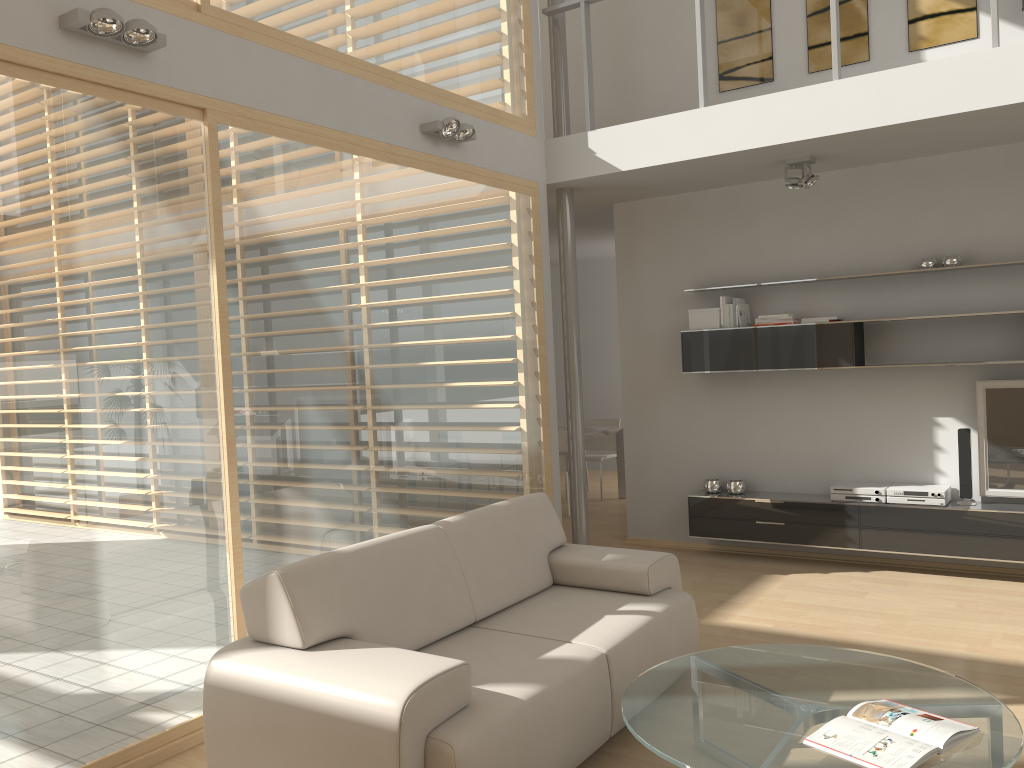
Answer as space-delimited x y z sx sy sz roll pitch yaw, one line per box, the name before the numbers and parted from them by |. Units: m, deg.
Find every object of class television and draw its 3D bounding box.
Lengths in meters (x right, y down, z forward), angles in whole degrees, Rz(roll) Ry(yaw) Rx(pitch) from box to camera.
television | 3.474 0.328 5.296 1.224 0.735 0.096 -2 2 34

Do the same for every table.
table | 0.965 1.218 2.863 1.198 0.370 1.198 -4 2 -39
table | 0.015 0.864 9.443 2.199 0.746 0.900 -2 2 34

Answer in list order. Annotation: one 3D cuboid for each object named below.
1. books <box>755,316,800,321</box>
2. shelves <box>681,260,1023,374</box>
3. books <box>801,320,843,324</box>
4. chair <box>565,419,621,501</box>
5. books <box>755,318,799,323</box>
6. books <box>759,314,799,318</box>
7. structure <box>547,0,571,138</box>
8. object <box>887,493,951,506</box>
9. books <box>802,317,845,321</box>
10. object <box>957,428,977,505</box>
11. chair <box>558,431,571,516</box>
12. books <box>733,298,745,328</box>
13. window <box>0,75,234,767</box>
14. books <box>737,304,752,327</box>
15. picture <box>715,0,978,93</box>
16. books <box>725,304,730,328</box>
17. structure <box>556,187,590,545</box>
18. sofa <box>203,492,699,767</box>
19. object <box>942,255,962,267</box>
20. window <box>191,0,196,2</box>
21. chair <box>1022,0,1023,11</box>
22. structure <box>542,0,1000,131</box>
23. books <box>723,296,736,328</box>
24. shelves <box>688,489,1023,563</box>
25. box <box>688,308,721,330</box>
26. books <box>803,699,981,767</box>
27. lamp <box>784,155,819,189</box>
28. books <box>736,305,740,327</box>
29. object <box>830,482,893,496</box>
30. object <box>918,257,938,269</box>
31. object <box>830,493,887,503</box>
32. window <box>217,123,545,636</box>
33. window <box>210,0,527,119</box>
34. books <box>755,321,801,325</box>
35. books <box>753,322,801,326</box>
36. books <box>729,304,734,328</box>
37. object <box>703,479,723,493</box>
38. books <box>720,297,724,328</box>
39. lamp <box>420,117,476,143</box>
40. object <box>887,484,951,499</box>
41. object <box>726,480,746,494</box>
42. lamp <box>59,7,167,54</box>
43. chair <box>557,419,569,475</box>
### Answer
books | 1.852 -0.455 6.176 0.254 0.015 0.190 -2 2 35
shelves | 3.077 -0.286 5.397 4.236 0.914 0.300 -2 2 34
books | 2.107 -0.424 6.030 0.190 0.015 0.254 -1 2 40
chair | 0.867 0.793 9.451 0.455 0.807 0.501 -2 2 34
books | 1.848 -0.440 6.184 0.254 0.015 0.190 -2 2 30
books | 1.861 -0.472 6.185 0.227 0.017 0.230 -2 2 29
structure | 0.300 -2.878 6.232 0.121 2.400 0.122 -2 2 22
object | 2.643 0.744 5.760 0.349 0.049 0.250 -2 2 34
books | 2.115 -0.440 6.019 0.230 0.017 0.227 -2 2 34
object | 2.876 0.520 5.625 0.111 0.483 0.116 -2 2 30
chair | 0.377 0.843 8.618 0.455 0.807 0.501 -2 2 14
books | 1.629 -0.508 6.348 0.021 0.210 0.207 -2 2 34
window | -1.960 0.195 2.775 0.020 2.500 2.525 -2 2 34
books | 1.663 -0.489 6.344 0.023 0.169 0.230 -2 2 34
picture | 2.175 -3.049 5.994 1.684 1.800 0.010 -2 2 34
books | 1.589 -0.487 6.381 0.027 0.169 0.230 -2 2 34
structure | 0.438 -0.033 6.322 0.121 2.700 0.122 -2 2 22
sofa | -0.104 1.004 3.658 1.168 0.846 2.093 -2 2 34
object | 2.782 -0.776 5.606 0.115 0.081 0.115 -2 2 14
window | -2.098 -2.650 2.685 0.020 2.200 2.525 -2 2 34
chair | 3.180 -2.190 5.016 0.628 0.825 0.537 -2 2 34
structure | 2.494 -2.182 4.626 5.400 0.900 0.080 -2 2 34
books | 1.573 -0.515 6.400 0.017 0.227 0.230 -2 2 34
shelves | 3.135 0.911 5.434 4.236 0.312 0.300 -2 2 34
box | 1.437 -0.471 6.451 0.232 0.149 0.232 -2 2 34
books | 1.112 1.015 2.595 0.440 0.037 0.297 -4 2 -36
lamp | 1.841 -1.334 5.637 0.214 0.195 0.150 -2 2 34
books | 1.644 -0.482 6.342 0.009 0.156 0.207 -2 2 34
object | 2.342 0.704 5.950 0.349 0.049 0.262 -2 2 34
object | 2.683 -0.775 5.722 0.115 0.081 0.115 -2 2 14
object | 2.344 0.752 5.951 0.349 0.049 0.262 -2 2 34
window | -0.518 0.058 4.904 0.020 2.500 2.525 -2 2 34
window | -0.656 -2.787 4.814 0.020 2.200 2.525 -2 2 34
books | 1.857 -0.427 6.180 0.268 0.011 0.190 -2 2 35
books | 1.861 -0.415 6.177 0.297 0.013 0.210 -2 2 34
books | 1.617 -0.488 6.373 0.027 0.169 0.230 -2 2 34
object | 1.484 0.754 6.557 0.143 0.091 0.143 -4 2 -24
books | 1.554 -0.515 6.404 0.017 0.227 0.230 -2 2 34
lamp | -0.337 -1.438 5.050 0.183 0.110 0.360 -2 2 34
object | 2.638 0.696 5.753 0.349 0.049 0.262 -2 2 34
object | 1.632 0.750 6.459 0.143 0.091 0.143 -4 2 -24
lamp | -1.477 -1.335 3.331 0.182 0.080 0.360 -2 2 34
chair | 0.351 0.806 9.834 0.455 0.807 0.501 -2 2 34
